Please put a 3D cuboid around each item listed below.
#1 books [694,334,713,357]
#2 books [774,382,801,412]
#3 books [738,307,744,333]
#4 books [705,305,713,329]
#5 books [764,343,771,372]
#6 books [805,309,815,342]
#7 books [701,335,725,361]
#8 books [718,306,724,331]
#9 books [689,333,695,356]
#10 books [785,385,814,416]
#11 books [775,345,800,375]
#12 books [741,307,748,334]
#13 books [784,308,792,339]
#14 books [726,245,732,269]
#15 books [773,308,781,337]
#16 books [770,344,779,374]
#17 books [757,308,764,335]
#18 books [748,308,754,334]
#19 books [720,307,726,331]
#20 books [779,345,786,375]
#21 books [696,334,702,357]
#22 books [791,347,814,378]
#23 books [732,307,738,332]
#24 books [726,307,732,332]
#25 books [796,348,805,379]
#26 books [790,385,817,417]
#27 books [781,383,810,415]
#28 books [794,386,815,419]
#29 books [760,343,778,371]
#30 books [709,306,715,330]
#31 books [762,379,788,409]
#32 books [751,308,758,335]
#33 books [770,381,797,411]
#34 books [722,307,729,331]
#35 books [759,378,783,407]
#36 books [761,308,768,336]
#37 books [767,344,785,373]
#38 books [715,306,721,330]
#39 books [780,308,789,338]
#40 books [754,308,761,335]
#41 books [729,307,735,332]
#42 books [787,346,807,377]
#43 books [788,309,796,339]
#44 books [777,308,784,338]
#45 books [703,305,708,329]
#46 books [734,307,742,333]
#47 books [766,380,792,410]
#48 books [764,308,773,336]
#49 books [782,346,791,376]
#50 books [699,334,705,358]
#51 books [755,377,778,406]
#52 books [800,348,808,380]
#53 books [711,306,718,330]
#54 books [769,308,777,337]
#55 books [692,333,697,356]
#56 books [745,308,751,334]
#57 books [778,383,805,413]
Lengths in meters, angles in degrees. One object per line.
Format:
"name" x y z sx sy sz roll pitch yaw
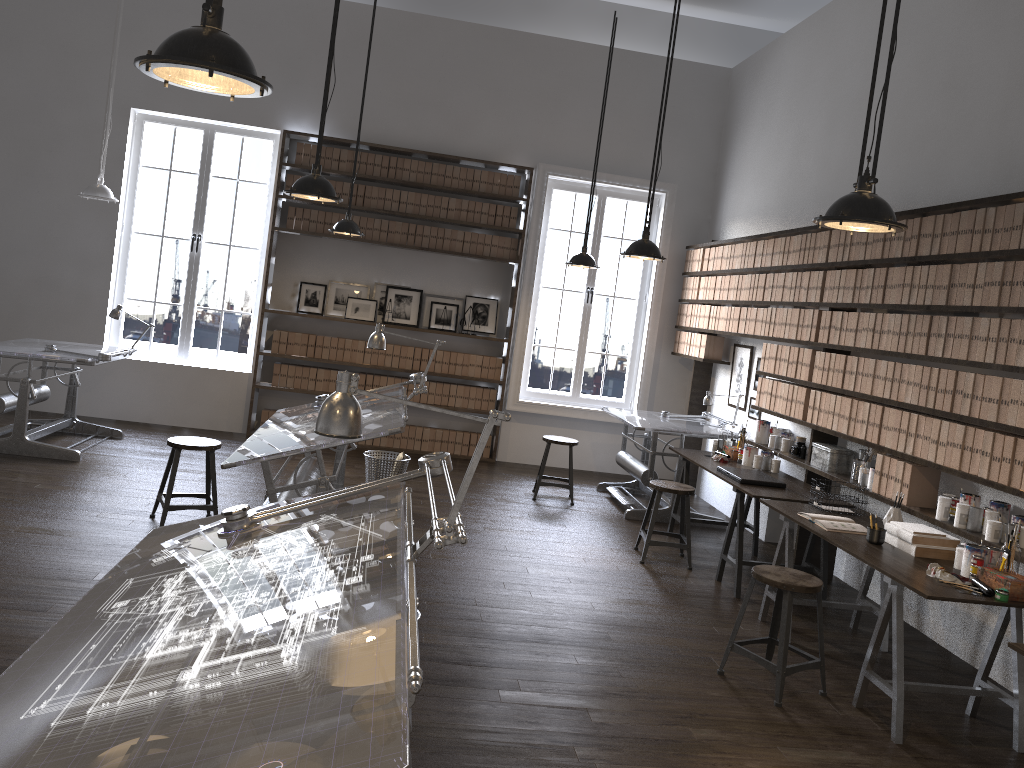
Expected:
"books" 1.846 -0.358 8.453 0.174 0.225 0.067 7 2 -8
"books" 2.051 0.106 6.561 0.174 0.225 0.067 7 2 -7
"books" 2.008 -0.522 7.442 0.174 0.225 0.067 7 2 -7
"books" 1.903 -0.612 8.237 0.174 0.225 0.067 7 2 -8
"books" 2.048 -0.190 6.826 0.174 0.225 0.067 7 2 -7
"books" 2.160 -0.401 6.198 0.174 0.225 0.067 7 2 -7
"books" 1.872 -0.337 8.248 0.174 0.225 0.067 7 2 -7
"books" 1.948 -0.572 7.930 0.174 0.225 0.067 7 2 -7
"books" 1.826 -0.373 8.586 0.174 0.225 0.067 7 2 -7
"books" 2.070 0.127 6.348 0.174 0.225 0.067 7 2 -7
"books" 2.075 -0.170 6.631 0.174 0.225 0.067 7 2 -7
"books" 2.013 -0.515 7.371 0.174 0.225 0.067 7 2 -7
"books" 2.119 -0.435 6.534 0.174 0.225 0.067 7 2 -8
"books" 2.015 -1.118 7.901 0.174 0.225 0.067 7 2 -7
"books" 2.097 -0.457 6.745 0.174 0.225 0.067 7 2 -8
"books" 2.061 -0.177 6.697 0.174 0.225 0.067 7 2 -8
"books" 2.056 -0.480 7.035 0.174 0.225 0.067 7 2 -8
"books" 2.034 -0.500 7.231 0.174 0.225 0.067 7 2 -8
"books" 1.953 -0.565 7.860 0.174 0.225 0.067 7 2 -8
"books" 2.084 -0.163 6.561 0.174 0.225 0.067 7 2 -7
"books" 1.850 -0.352 8.386 0.174 0.225 0.067 7 2 -7
"books" 2.106 -0.141 6.345 0.174 0.225 0.067 7 2 -7
"books" 1.990 -0.537 7.589 0.174 0.225 0.067 7 2 -7
"books" 1.967 -0.551 7.716 0.174 0.225 0.067 7 2 -7
"books" 2.121 -0.133 6.272 0.174 0.225 0.067 7 2 -8
"books" 2.082 0.134 6.286 0.174 0.225 0.067 7 2 -8
"books" 2.061 0.120 6.419 0.174 0.225 0.067 7 2 -8
"books" 2.093 0.141 6.221 0.174 0.225 0.067 7 2 -7
"books" 2.037 -0.198 6.897 0.174 0.225 0.067 7 2 -8
"books" 1.916 -0.595 8.149 0.174 0.225 0.067 7 2 -8
"books" 2.021 0.084 6.772 0.174 0.225 0.067 7 2 -7
"books" 2.037 -0.494 7.163 0.174 0.225 0.067 7 2 -7
"books" 2.040 0.099 6.630 0.174 0.225 0.067 7 2 -7
"books" 1.958 -0.558 7.788 0.174 0.225 0.067 7 2 -8
"books" 2.014 0.078 6.834 0.174 0.225 0.067 7 2 -7
"books" 2.063 -0.473 6.963 0.174 0.225 0.067 7 2 -7
"books" 2.057 -0.184 6.764 0.174 0.225 0.067 7 2 -7
"books" 1.937 -0.579 7.999 0.174 0.225 0.067 7 2 -7
"books" 2.109 -0.443 6.605 0.174 0.225 0.067 7 2 -7
"books" 2.050 -0.486 7.097 0.174 0.225 0.067 7 2 -8
"books" 1.979 -0.544 7.654 0.174 0.225 0.067 7 2 -8
"books" 2.102 -0.148 6.420 0.174 0.225 0.067 7 2 -8
"books" 2.129 -0.429 6.472 0.174 0.225 0.067 7 2 -8
"books" 2.104 -0.450 6.675 0.174 0.225 0.067 7 2 -8
"books" 1.899 -0.618 8.300 0.174 0.225 0.067 7 2 -7
"books" 1.994 -0.530 7.515 0.174 0.225 0.067 7 2 -8
"books" 2.028 0.091 6.699 0.174 0.225 0.067 7 2 -8
"books" 2.072 -0.472 6.885 0.174 0.225 0.067 7 2 -7
"books" 2.089 -0.156 6.490 0.174 0.225 0.067 7 2 -8
"books" 1.865 -0.344 8.318 0.174 0.225 0.067 7 2 -7
"books" 2.001 0.070 6.900 0.174 0.225 0.067 7 2 -8
"books" 2.128 -0.125 6.197 0.174 0.225 0.067 7 2 -7
"books" 1.925 -0.587 8.068 0.174 0.225 0.067 7 2 -8
"books" 2.084 -0.464 6.814 0.174 0.225 0.067 7 2 -7
"books" 1.836 -0.365 8.515 0.174 0.225 0.067 7 2 -8
"books" 2.025 -0.507 7.301 0.174 0.225 0.067 7 2 -8
"books" 2.056 0.113 6.492 0.174 0.225 0.067 7 2 -8
